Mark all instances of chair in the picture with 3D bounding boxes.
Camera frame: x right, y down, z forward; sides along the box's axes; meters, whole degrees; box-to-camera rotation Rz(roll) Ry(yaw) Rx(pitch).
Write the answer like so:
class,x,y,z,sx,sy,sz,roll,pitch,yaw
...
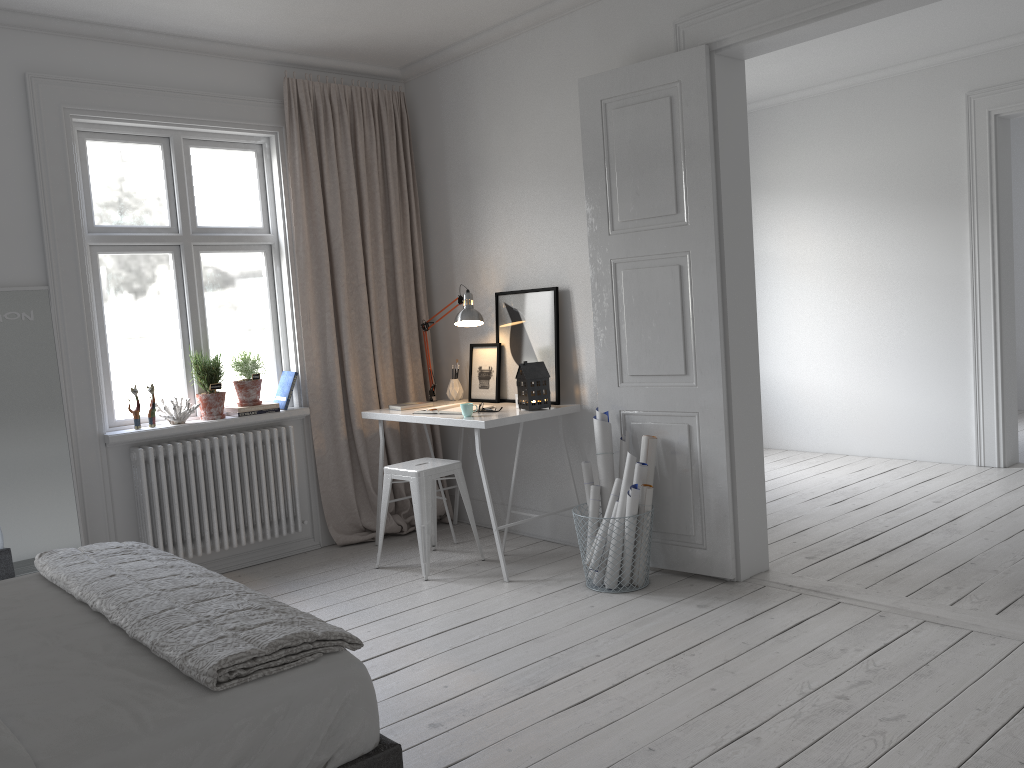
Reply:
class,x,y,z,sx,sy,sz,roll,pitch,yaw
chair,-0.443,0.673,4.597,0.407,0.527,0.409,0,6,44

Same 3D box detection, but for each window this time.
class,x,y,z,sx,sy,sz,roll,pitch,yaw
window,-1.727,-0.565,4.725,1.047,1.536,0.079,-8,6,-41

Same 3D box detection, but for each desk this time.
class,x,y,z,sx,sy,sz,roll,pitch,yaw
desk,-0.217,0.517,4.807,0.641,0.776,1.163,-8,6,-41

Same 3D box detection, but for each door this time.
class,x,y,z,sx,sy,sz,roll,pitch,yaw
door,0.652,-0.288,4.086,0.678,2.325,0.034,0,6,40

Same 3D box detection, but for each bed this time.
class,x,y,z,sx,sy,sz,roll,pitch,yaw
bed,-1.606,0.656,1.947,2.177,1.168,1.888,-8,6,-41

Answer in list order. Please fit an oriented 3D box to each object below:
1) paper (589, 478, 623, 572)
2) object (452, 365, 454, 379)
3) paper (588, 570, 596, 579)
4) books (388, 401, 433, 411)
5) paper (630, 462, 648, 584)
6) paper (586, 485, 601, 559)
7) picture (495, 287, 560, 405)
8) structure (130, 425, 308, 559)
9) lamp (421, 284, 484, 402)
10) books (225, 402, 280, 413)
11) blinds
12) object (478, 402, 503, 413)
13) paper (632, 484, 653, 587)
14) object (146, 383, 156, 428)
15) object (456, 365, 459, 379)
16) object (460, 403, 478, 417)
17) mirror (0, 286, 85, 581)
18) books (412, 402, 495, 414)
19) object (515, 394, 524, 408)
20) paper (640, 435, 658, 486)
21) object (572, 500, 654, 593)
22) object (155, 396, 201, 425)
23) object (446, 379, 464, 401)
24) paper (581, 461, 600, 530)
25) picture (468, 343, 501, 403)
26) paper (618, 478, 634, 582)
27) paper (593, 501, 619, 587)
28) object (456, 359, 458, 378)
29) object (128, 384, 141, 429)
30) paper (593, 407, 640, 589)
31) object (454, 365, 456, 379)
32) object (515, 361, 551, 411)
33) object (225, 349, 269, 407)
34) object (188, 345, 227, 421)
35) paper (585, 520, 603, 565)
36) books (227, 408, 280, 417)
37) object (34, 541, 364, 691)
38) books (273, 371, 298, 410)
class,x,y,z,sx,sy,sz,roll,pitch,yaw
paper,0.436,0.644,4.055,0.244,0.403,0.049,-8,6,-38
object,-0.352,-0.009,5.283,0.008,0.207,0.054,-3,5,14
paper,0.463,0.686,4.096,0.253,0.431,0.054,-4,5,-5
books,-0.571,0.122,5.012,0.207,0.024,0.149,-7,6,-34
paper,0.558,0.632,4.039,0.153,0.553,0.060,-4,5,4
paper,0.380,0.655,4.140,0.047,0.360,0.129,-1,6,38
picture,0.079,-0.202,4.799,0.062,0.614,0.493,-8,6,-41
structure,-1.563,0.570,4.710,0.935,0.600,0.216,-8,6,-41
lamp,-0.370,-0.186,5.068,0.568,0.745,0.164,0,6,44
books,-1.420,0.129,4.852,0.246,0.025,0.157,-8,6,-38
blinds,-0.816,-0.429,5.163,0.831,2.679,0.225,-8,6,-41
object,-0.133,0.122,4.521,0.133,0.047,0.114,-1,6,37
paper,0.588,0.682,3.994,0.123,0.464,0.057,-2,5,21
object,-1.825,0.106,4.495,0.045,0.224,0.052,-4,5,0
object,-0.328,-0.010,5.267,0.054,0.207,0.008,-1,5,32
object,-0.216,0.130,4.380,0.064,0.065,0.082,-8,6,-42
mirror,-2.338,0.348,3.983,0.669,1.554,0.145,-8,6,-41
books,-0.318,0.129,4.686,0.358,0.029,0.291,-1,6,35
object,0.069,0.085,4.619,0.065,0.073,0.078,1,7,45
paper,0.604,0.571,4.089,0.181,0.669,0.073,-6,5,-19
object,0.474,0.743,4.076,0.374,0.350,0.375,-8,6,-39
object,-1.720,0.138,4.578,0.212,0.149,0.186,-7,6,-32
object,-0.339,0.032,5.276,0.101,0.126,0.101,-8,6,-41
paper,0.390,0.640,4.186,0.046,0.546,0.166,-5,5,-17
picture,-0.156,-0.063,5.028,0.062,0.333,0.261,-8,6,-41
paper,0.541,0.639,4.121,0.200,0.542,0.047,-8,6,-37
paper,0.474,0.723,4.042,0.233,0.389,0.078,-5,5,-11
object,-0.327,-0.027,5.280,0.028,0.239,0.023,-8,6,-44
object,-1.896,0.114,4.459,0.052,0.224,0.045,-2,5,25
paper,0.481,0.518,4.076,0.181,0.793,0.431,-4,5,2
object,-0.340,-0.010,5.288,0.008,0.207,0.054,-1,6,36
object,0.107,0.005,4.496,0.135,0.248,0.135,-6,5,-25
object,-1.430,-0.041,4.836,0.220,0.318,0.210,-4,5,-3
object,-1.601,-0.017,4.690,0.183,0.410,0.199,-3,5,10
paper,0.433,0.658,4.103,0.239,0.358,0.047,-6,5,-26
books,-1.418,0.152,4.861,0.245,0.022,0.156,-8,6,-37
object,-0.966,0.589,2.493,0.405,0.104,1.460,-8,6,-41
books,-1.274,0.035,4.979,0.101,0.211,0.175,-8,6,-37
